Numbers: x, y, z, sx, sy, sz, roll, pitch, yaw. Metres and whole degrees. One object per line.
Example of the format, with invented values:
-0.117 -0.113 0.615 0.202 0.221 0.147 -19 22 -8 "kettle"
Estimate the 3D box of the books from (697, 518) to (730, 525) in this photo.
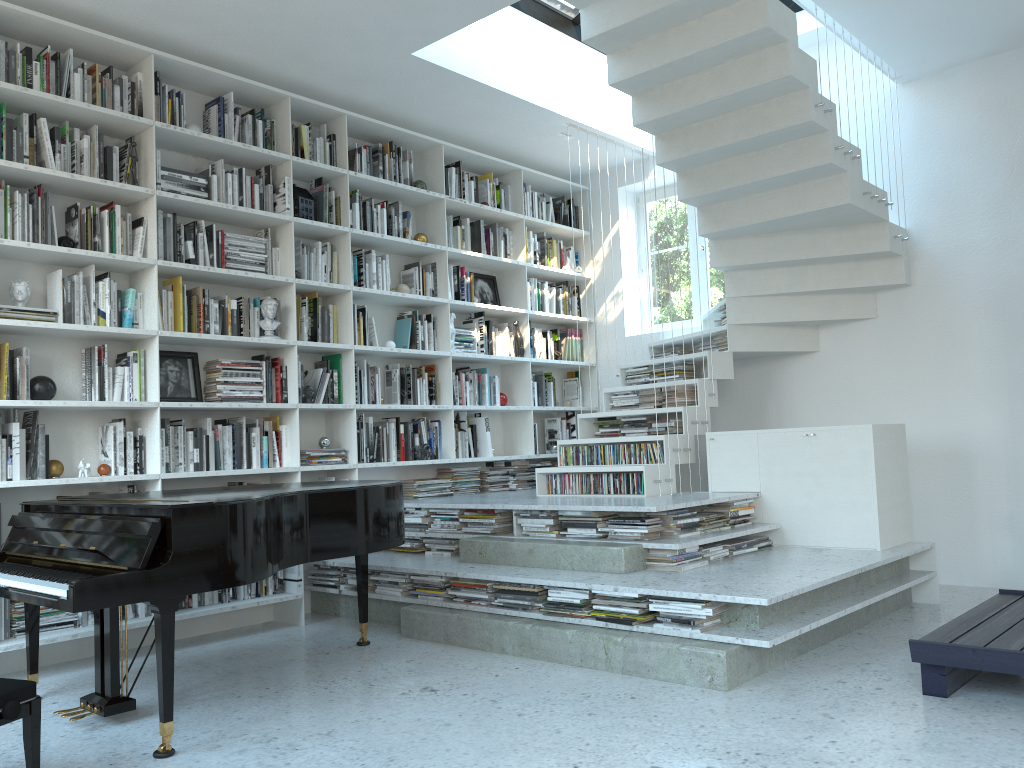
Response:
1.047 0.748 4.835 0.188 0.014 0.273 -6 -5 37 "books"

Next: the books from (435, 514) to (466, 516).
-0.350 0.792 5.414 0.179 0.010 0.160 -6 -6 42 "books"

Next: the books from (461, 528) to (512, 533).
-0.146 0.857 5.203 0.182 0.011 0.253 2 -6 -44 "books"

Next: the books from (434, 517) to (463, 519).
-0.348 0.812 5.414 0.220 0.013 0.144 -7 -6 45 "books"

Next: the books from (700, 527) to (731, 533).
1.041 0.794 4.839 0.174 0.007 0.291 -7 -6 45 "books"

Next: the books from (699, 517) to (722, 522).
1.030 0.738 4.850 0.160 0.010 0.179 -6 -6 44 "books"

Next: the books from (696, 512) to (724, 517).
1.038 0.714 4.844 0.173 0.011 0.203 -6 -5 37 "books"

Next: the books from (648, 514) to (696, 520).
0.839 0.695 4.647 0.154 0.018 0.221 -6 -6 43 "books"

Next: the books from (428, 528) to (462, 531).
-0.359 0.878 5.395 0.235 0.012 0.190 -6 -5 40 "books"

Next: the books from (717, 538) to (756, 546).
1.179 0.859 4.817 0.176 0.009 0.275 -6 -6 42 "books"

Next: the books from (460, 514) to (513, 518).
-0.147 0.770 5.211 0.261 0.009 0.187 -6 -6 41 "books"

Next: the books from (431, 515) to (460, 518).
-0.354 0.801 5.409 0.234 0.008 0.167 -6 -6 41 "books"

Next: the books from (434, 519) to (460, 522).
-0.345 0.825 5.416 0.215 0.013 0.150 -6 -6 42 "books"

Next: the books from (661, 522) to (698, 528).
0.845 0.733 4.640 0.168 0.012 0.210 -6 -6 43 "books"

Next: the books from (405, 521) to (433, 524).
-0.578 0.870 5.608 0.295 0.008 0.163 -6 -5 40 "books"

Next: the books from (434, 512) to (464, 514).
-0.351 0.781 5.415 0.220 0.013 0.149 -7 -6 45 "books"

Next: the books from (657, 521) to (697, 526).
0.843 0.723 4.642 0.153 0.009 0.260 -7 -6 45 "books"

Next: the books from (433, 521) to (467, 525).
-0.347 0.840 5.412 0.221 0.018 0.154 -6 -6 41 "books"

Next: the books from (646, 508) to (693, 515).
0.828 0.670 4.657 0.129 0.016 0.261 -6 -6 41 "books"

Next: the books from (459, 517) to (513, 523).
-0.143 0.795 5.212 0.293 0.017 0.179 -6 -6 43 "books"

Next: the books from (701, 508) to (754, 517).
1.235 0.733 5.068 0.177 0.030 0.284 -6 -6 43 "books"

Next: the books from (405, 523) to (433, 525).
-0.576 0.879 5.611 0.259 0.009 0.152 -6 -5 39 "books"

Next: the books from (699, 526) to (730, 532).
1.041 0.788 4.839 0.287 0.005 0.165 2 -6 -43 "books"

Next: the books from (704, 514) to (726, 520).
1.034 0.726 4.847 0.172 0.013 0.246 -6 -6 41 "books"

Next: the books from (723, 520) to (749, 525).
1.231 0.791 5.070 0.152 0.009 0.259 -6 -5 39 "books"

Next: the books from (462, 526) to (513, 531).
-0.142 0.845 5.208 0.247 0.014 0.178 -6 -5 40 "books"

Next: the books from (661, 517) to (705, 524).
0.858 0.709 4.629 0.230 0.015 0.190 2 -6 -43 "books"

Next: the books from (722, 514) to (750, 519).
1.229 0.756 5.073 0.160 0.014 0.268 -6 -6 41 "books"

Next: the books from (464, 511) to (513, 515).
-0.130 0.760 5.231 0.296 0.013 0.128 -6 -5 40 "books"

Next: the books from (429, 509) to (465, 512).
-0.360 0.767 5.406 0.243 0.015 0.165 -6 -5 37 "books"

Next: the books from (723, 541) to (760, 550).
1.192 0.872 4.815 0.190 0.018 0.287 -6 -6 41 "books"

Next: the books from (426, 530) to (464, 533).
-0.356 0.890 5.397 0.296 0.012 0.183 -6 -6 41 "books"

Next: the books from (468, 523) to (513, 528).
-0.128 0.830 5.226 0.237 0.017 0.138 -6 -6 41 "books"

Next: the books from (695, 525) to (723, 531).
1.025 0.780 4.854 0.134 0.014 0.293 -6 -5 39 "books"

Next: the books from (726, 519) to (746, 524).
1.226 0.779 5.075 0.132 0.016 0.262 -6 -5 37 "books"

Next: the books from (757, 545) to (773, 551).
1.361 0.927 5.019 0.151 0.006 0.261 -6 -5 38 "books"

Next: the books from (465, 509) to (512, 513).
-0.138 0.739 5.224 0.139 0.028 0.262 2 -6 -43 "books"

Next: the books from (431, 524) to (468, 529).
-0.354 0.861 5.402 0.164 0.023 0.242 2 -6 -44 "books"

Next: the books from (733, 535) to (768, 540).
1.348 0.874 5.033 0.130 0.007 0.215 -6 -6 44 "books"

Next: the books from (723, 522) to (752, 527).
1.239 0.800 5.063 0.177 0.011 0.220 -6 -5 40 "books"

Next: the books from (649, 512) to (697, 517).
0.844 0.681 4.642 0.159 0.009 0.228 -6 -5 38 "books"

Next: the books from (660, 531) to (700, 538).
0.852 0.783 4.632 0.177 0.015 0.216 -6 -5 40 "books"

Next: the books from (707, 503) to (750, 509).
1.234 0.694 5.070 0.192 0.024 0.167 2 -6 -43 "books"

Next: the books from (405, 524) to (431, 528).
-0.566 0.894 5.619 0.240 0.021 0.131 -6 -6 44 "books"

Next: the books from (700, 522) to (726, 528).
1.037 0.764 4.844 0.177 0.015 0.214 -6 -6 43 "books"

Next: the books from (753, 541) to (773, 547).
1.355 0.906 5.025 0.151 0.017 0.234 -6 -6 43 "books"

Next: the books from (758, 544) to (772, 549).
1.358 0.919 5.023 0.160 0.010 0.179 -6 -6 42 "books"

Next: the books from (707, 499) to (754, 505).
1.241 0.675 5.064 0.181 0.013 0.285 -6 -5 37 "books"

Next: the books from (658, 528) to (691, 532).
0.837 0.759 4.647 0.131 0.012 0.207 -6 -5 38 "books"

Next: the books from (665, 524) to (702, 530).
0.854 0.745 4.632 0.189 0.013 0.215 -6 -6 41 "books"

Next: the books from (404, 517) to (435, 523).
-0.589 0.851 5.599 0.238 0.030 0.189 -6 -5 39 "books"

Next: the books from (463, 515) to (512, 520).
-0.142 0.781 5.215 0.161 0.012 0.254 2 -6 -44 "books"

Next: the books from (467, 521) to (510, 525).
-0.137 0.813 5.218 0.203 0.018 0.159 -6 -5 40 "books"

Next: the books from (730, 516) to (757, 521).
1.245 0.765 5.058 0.281 0.008 0.181 2 -6 -43 "books"

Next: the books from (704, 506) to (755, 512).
1.240 0.711 5.064 0.261 0.012 0.179 2 -6 -44 "books"

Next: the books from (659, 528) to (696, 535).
0.841 0.771 4.643 0.148 0.013 0.227 -6 -5 40 "books"

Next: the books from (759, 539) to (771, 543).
1.352 0.894 5.028 0.225 0.007 0.133 2 -6 -44 "books"

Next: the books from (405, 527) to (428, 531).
-0.578 0.912 5.604 0.233 0.017 0.173 -6 -6 41 "books"

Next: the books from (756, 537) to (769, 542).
1.348 0.884 5.032 0.133 0.014 0.229 -6 -6 41 "books"
